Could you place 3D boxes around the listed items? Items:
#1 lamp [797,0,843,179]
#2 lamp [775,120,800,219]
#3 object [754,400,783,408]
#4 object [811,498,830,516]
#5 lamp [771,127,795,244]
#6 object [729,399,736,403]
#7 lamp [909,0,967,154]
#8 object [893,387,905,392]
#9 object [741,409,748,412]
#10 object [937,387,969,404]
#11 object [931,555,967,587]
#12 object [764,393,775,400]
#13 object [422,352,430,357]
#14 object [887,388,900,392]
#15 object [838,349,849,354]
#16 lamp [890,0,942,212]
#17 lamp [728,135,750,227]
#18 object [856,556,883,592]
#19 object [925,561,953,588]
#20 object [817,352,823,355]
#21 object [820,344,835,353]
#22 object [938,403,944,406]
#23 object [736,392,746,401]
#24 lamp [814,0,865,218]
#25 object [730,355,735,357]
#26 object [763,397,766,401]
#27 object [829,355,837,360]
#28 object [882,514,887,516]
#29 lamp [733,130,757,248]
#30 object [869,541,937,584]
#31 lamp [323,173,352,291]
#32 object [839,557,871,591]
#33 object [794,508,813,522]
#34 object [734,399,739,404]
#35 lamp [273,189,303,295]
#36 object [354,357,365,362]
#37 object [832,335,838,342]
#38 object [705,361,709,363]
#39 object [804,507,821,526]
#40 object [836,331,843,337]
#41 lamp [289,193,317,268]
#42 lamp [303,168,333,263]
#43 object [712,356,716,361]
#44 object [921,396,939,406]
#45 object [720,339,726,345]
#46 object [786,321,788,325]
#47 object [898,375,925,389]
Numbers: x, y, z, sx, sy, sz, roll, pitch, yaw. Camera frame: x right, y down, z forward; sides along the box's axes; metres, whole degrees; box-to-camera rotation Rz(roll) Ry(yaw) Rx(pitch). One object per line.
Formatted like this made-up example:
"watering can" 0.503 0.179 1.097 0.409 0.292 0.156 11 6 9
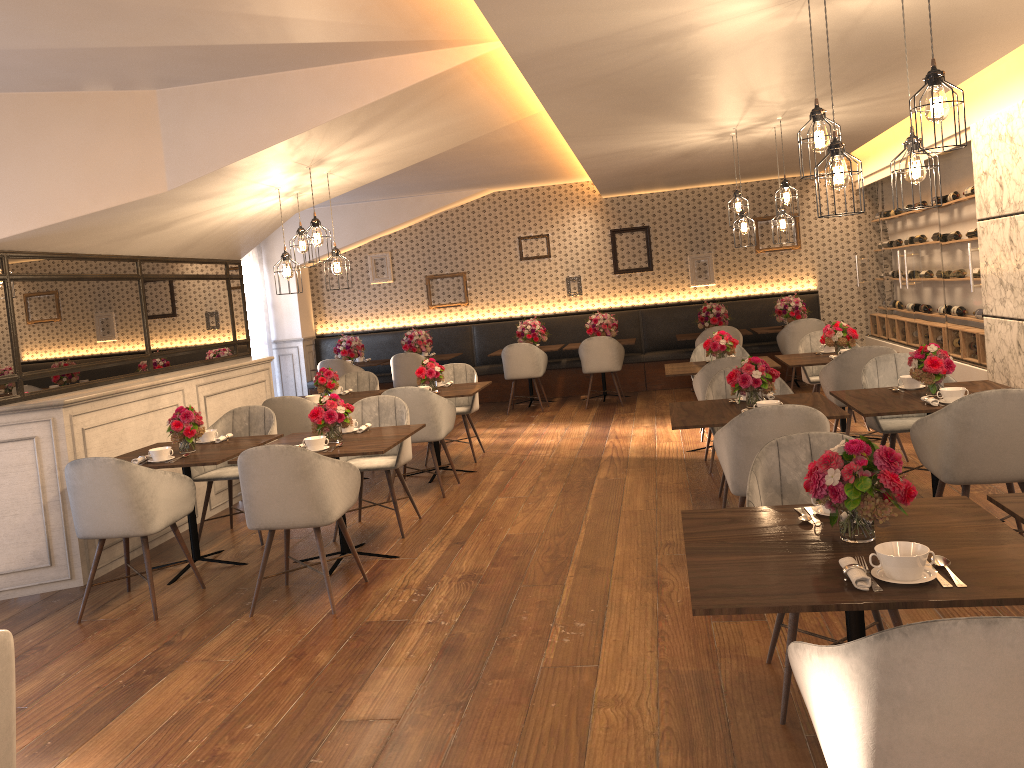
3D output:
"lamp" 1.260 -1.935 3.825 0.175 2.065 0.175 -5 3 11
"lamp" 2.097 -2.349 6.986 0.175 2.065 0.175 -5 3 11
"object" 1.362 0.130 4.696 0.148 0.072 0.148 -7 6 -13
"object" 1.015 0.368 2.766 0.149 0.072 0.148 -10 7 -38
"lamp" 2.167 -2.197 7.319 0.175 2.065 0.175 -5 3 11
"object" 1.311 0.100 5.303 0.043 0.015 0.198 -5 6 6
"lamp" 1.495 -1.897 3.249 0.175 2.065 0.175 -5 3 11
"object" 2.248 0.034 5.140 0.022 0.004 0.212 -4 6 10
"object" 1.251 0.156 4.715 0.056 0.039 0.176 -5 6 10
"object" 2.265 0.060 4.546 0.148 0.072 0.148 -7 6 -13
"object" 1.070 0.455 2.162 0.043 0.015 0.198 -5 6 6
"object" 1.536 0.069 5.284 0.056 0.039 0.176 -5 6 10
"object" -1.199 -0.412 12.125 0.149 0.072 0.148 -9 6 -33
"object" 2.222 0.029 5.151 0.043 0.015 0.198 -4 6 13
"object" 2.658 -0.236 6.989 0.148 0.072 0.148 -7 6 -13
"lamp" 1.566 -1.744 3.582 0.175 2.065 0.175 -5 3 11
"lamp" 1.861 -2.388 7.562 0.175 2.065 0.175 -5 3 11
"object" 0.879 0.466 2.183 0.025 0.024 0.193 -5 6 10
"object" 1.037 0.463 2.175 0.022 0.004 0.212 -4 6 10
"object" 2.642 -0.262 7.583 0.022 0.004 0.212 -4 6 10
"object" 2.719 -0.305 7.595 0.148 0.072 0.148 -7 6 -13
"object" 2.190 0.089 4.569 0.025 0.024 0.193 -5 6 10
"object" 1.423 0.061 5.302 0.148 0.072 0.148 -7 6 -13
"lamp" 1.226 -1.704 3.510 0.175 2.065 0.175 -5 3 11
"object" 1.930 -0.227 7.727 0.056 0.039 0.176 -5 6 10
"object" 1.502 0.079 5.281 0.025 0.024 0.193 -5 6 10
"object" 2.547 -0.210 7.008 0.056 0.039 0.176 -5 6 10
"object" 1.128 0.376 2.748 0.056 0.039 0.176 -5 6 10
"lamp" 1.828 -2.157 7.248 0.175 2.065 0.175 -5 3 11
"object" 0.953 0.438 2.160 0.149 0.072 0.148 -10 7 -38
"lamp" -1.343 -1.709 6.336 0.175 2.065 0.175 -5 3 11
"object" 0.843 0.463 2.179 0.056 0.039 0.176 -5 6 10
"object" 0.903 0.407 2.766 0.043 0.015 0.198 -5 6 6
"object" 1.345 0.104 5.290 0.022 0.004 0.212 -4 6 10
"lamp" -1.682 -1.669 6.265 0.175 2.065 0.175 -5 3 11
"object" -2.110 -0.341 12.277 0.149 0.072 0.148 -9 6 -33
"object" 2.635 -0.375 7.227 0.049 0.052 0.078 -4 5 20
"object" 1.705 -0.196 7.746 0.043 0.015 0.198 -5 6 6
"object" 0.937 0.411 2.754 0.022 0.004 0.212 -4 6 10
"object" 2.653 -0.405 7.210 0.048 0.052 0.076 -6 5 -11
"lamp" -1.648 -1.900 6.579 0.175 2.065 0.175 -5 3 11
"lamp" -1.413 -1.861 6.003 0.175 2.065 0.175 -5 3 11
"object" 1.816 -0.235 7.745 0.148 0.072 0.148 -7 6 -13
"object" 2.154 0.086 4.565 0.056 0.039 0.176 -5 6 10
"object" 1.748 -0.346 7.392 0.046 0.052 0.077 -8 5 -28
"object" 3.568 -0.782 11.332 0.149 0.072 0.148 -10 7 -38
"object" 2.326 -0.010 5.152 0.148 0.072 0.148 -7 6 -13
